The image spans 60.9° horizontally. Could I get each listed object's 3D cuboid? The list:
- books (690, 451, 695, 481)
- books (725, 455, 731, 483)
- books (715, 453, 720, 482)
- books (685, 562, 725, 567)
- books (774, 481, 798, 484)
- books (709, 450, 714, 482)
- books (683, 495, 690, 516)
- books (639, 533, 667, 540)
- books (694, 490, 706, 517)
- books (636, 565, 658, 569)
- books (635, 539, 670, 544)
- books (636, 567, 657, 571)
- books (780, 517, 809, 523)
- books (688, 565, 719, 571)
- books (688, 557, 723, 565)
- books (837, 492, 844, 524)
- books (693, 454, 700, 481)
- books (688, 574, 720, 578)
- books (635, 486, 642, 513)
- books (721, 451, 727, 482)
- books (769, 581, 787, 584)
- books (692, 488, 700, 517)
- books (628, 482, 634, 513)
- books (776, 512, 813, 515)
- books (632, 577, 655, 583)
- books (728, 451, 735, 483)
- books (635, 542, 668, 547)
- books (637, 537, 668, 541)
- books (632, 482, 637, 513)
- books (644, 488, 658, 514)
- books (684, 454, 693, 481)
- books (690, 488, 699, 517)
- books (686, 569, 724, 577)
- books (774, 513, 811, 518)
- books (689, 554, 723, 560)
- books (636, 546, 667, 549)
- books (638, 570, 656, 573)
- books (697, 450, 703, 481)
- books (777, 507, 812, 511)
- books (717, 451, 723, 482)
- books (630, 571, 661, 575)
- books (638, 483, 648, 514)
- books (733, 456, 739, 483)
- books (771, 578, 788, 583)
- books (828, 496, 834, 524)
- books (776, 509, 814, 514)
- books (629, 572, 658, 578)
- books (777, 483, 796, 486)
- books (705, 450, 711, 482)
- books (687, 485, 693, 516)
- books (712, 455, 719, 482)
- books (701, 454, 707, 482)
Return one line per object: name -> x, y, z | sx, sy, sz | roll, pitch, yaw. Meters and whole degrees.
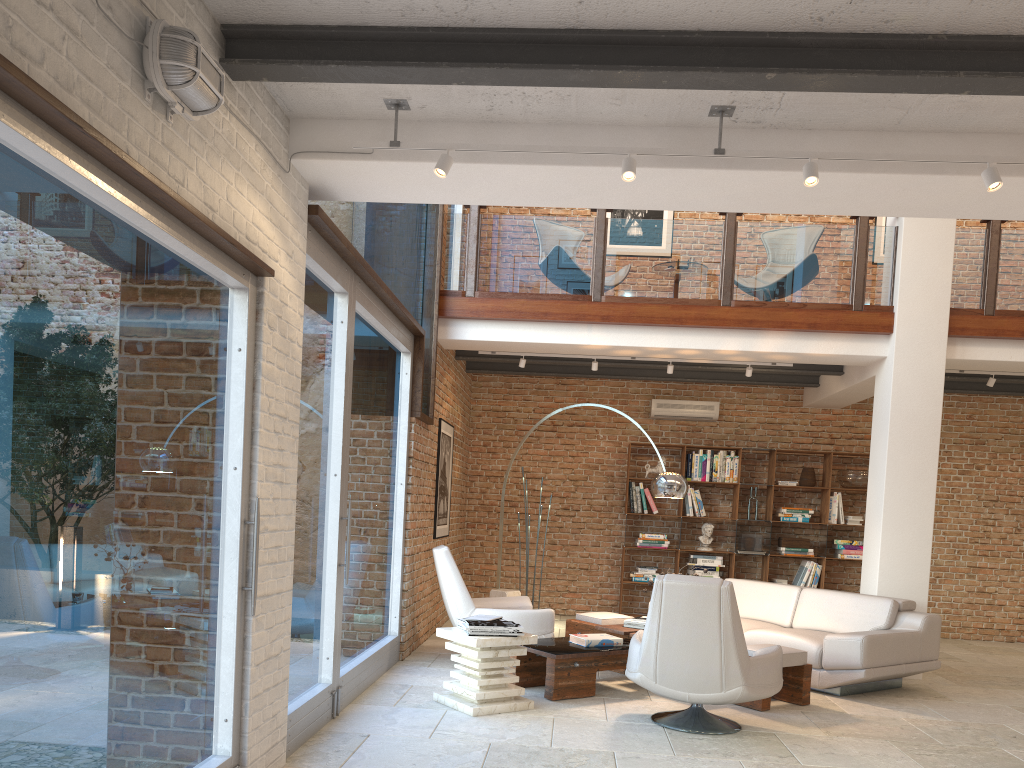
books -> 2.186, 1.007, 10.606 | 0.021, 0.358, 0.273 | 3, -1, 5
books -> 2.597, 1.036, 10.563 | 0.055, 0.328, 0.255 | 3, -1, 5
books -> 2.486, 1.018, 10.576 | 0.021, 0.358, 0.273 | 3, -1, 5
books -> 2.347, 2.200, 10.624 | 0.444, 0.020, 0.274 | 2, -8, 4
books -> 3.288, 1.181, 10.473 | 0.236, 0.019, 0.172 | 3, -8, -3
books -> 2.402, 1.001, 10.581 | 0.036, 0.382, 0.244 | 3, 0, 5
books -> 2.114, 1.421, 10.634 | 0.101, 0.383, 0.244 | 3, 0, 4
books -> 1.722, 1.862, 10.667 | 0.326, 0.055, 0.257 | 2, -7, 7
books -> 2.272, 1.451, 10.605 | 0.158, 0.328, 0.255 | 3, -1, 4
books -> 1.658, 2.243, 10.689 | 0.252, 0.017, 0.163 | 2, -8, 4
books -> 1.711, 1.926, 10.653 | 0.380, 0.036, 0.246 | 3, -8, -2
books -> 1.649, 2.271, 10.711 | 0.236, 0.019, 0.172 | 3, -8, -3
books -> 3.406, 1.638, 10.529 | 0.326, 0.055, 0.257 | 1, -8, 14
books -> 2.327, 2.236, 10.614 | 0.326, 0.055, 0.257 | 3, -7, -1
books -> 2.359, 2.160, 10.639 | 0.380, 0.064, 0.246 | 3, -7, -2
books -> 3.932, 1.498, 10.507 | 0.101, 0.383, 0.244 | 3, 0, 4
books -> 2.222, 1.020, 10.587 | 0.055, 0.328, 0.255 | 3, -1, 5
books -> 2.339, 2.361, 10.646 | 0.362, 0.055, 0.285 | 2, -8, 6
books -> 1.544, 1.422, 10.688 | 0.102, 0.333, 0.255 | 3, -1, 4
books -> 2.552, 1.008, 10.571 | 0.036, 0.382, 0.244 | 3, 0, 5
books -> 3.236, 2.413, 10.591 | 0.162, 0.017, 0.254 | 2, -8, 4
books -> 2.225, 1.443, 10.622 | 0.124, 0.347, 0.273 | 3, -1, 4
books -> 1.455, 1.389, 10.666 | 0.091, 0.383, 0.244 | 3, 0, 4
books -> 3.405, 1.564, 10.525 | 0.380, 0.018, 0.246 | 3, -8, -3
books -> 1.653, 2.394, 10.688 | 0.326, 0.055, 0.257 | 1, -8, 14
books -> 2.646, 1.012, 10.564 | 0.036, 0.382, 0.244 | 3, 0, 5
books -> 1.699, 1.963, 10.662 | 0.380, 0.036, 0.246 | 3, -8, -1
books -> 1.712, 1.900, 10.672 | 0.355, 0.020, 0.274 | 3, -8, 3
books -> 1.492, 1.391, 10.671 | 0.091, 0.383, 0.244 | 3, 0, 4
books -> 1.690, 1.434, 10.670 | 0.195, 0.318, 0.255 | 3, -1, 4
books -> 2.146, 1.019, 10.610 | 0.055, 0.328, 0.255 | 3, -1, 5
books -> 2.203, 1.440, 10.615 | 0.124, 0.347, 0.273 | 3, -1, 4
books -> 2.352, 2.299, 10.627 | 0.380, 0.064, 0.246 | 4, -7, -9
books -> 3.389, 1.592, 10.537 | 0.379, 0.036, 0.246 | 2, -8, 4
books -> 2.356, 2.108, 10.633 | 0.379, 0.036, 0.246 | 2, -8, 4
books -> 1.707, 1.993, 10.669 | 0.355, 0.020, 0.274 | 2, -8, 4
books -> 1.653, 2.297, 10.705 | 0.206, 0.033, 0.133 | 2, -7, 4
books -> 2.271, 0.995, 10.586 | 0.036, 0.382, 0.244 | 3, 0, 5
books -> 3.408, 1.509, 10.533 | 0.355, 0.020, 0.274 | 3, -8, 3
books -> 2.517, 1.008, 10.587 | 0.036, 0.382, 0.244 | 3, 0, 5
books -> 1.651, 2.320, 10.683 | 0.380, 0.018, 0.246 | 3, -8, -3
books -> 1.598, 1.396, 10.652 | 0.121, 0.380, 0.244 | 3, 0, 4
books -> 2.695, 1.044, 10.579 | 0.055, 0.328, 0.255 | 3, -1, 5
books -> 3.250, 2.389, 10.594 | 0.132, 0.033, 0.207 | 3, -8, -1
books -> 3.799, 1.517, 10.496 | 0.055, 0.328, 0.255 | 3, -1, 5
books -> 3.407, 1.535, 10.515 | 0.380, 0.036, 0.246 | 3, -8, -2
books -> 1.635, 2.348, 10.695 | 0.379, 0.036, 0.246 | 2, -8, 4
books -> 3.292, 1.207, 10.467 | 0.206, 0.033, 0.133 | 2, -7, 4
books -> 2.364, 0.998, 10.574 | 0.036, 0.382, 0.244 | 3, 0, 5
books -> 2.150, 1.420, 10.608 | 0.103, 0.382, 0.244 | 3, 0, 4
books -> 2.446, 1.029, 10.564 | 0.055, 0.328, 0.255 | 3, -1, 5
books -> 2.317, 1.027, 10.599 | 0.055, 0.328, 0.255 | 3, -1, 5
